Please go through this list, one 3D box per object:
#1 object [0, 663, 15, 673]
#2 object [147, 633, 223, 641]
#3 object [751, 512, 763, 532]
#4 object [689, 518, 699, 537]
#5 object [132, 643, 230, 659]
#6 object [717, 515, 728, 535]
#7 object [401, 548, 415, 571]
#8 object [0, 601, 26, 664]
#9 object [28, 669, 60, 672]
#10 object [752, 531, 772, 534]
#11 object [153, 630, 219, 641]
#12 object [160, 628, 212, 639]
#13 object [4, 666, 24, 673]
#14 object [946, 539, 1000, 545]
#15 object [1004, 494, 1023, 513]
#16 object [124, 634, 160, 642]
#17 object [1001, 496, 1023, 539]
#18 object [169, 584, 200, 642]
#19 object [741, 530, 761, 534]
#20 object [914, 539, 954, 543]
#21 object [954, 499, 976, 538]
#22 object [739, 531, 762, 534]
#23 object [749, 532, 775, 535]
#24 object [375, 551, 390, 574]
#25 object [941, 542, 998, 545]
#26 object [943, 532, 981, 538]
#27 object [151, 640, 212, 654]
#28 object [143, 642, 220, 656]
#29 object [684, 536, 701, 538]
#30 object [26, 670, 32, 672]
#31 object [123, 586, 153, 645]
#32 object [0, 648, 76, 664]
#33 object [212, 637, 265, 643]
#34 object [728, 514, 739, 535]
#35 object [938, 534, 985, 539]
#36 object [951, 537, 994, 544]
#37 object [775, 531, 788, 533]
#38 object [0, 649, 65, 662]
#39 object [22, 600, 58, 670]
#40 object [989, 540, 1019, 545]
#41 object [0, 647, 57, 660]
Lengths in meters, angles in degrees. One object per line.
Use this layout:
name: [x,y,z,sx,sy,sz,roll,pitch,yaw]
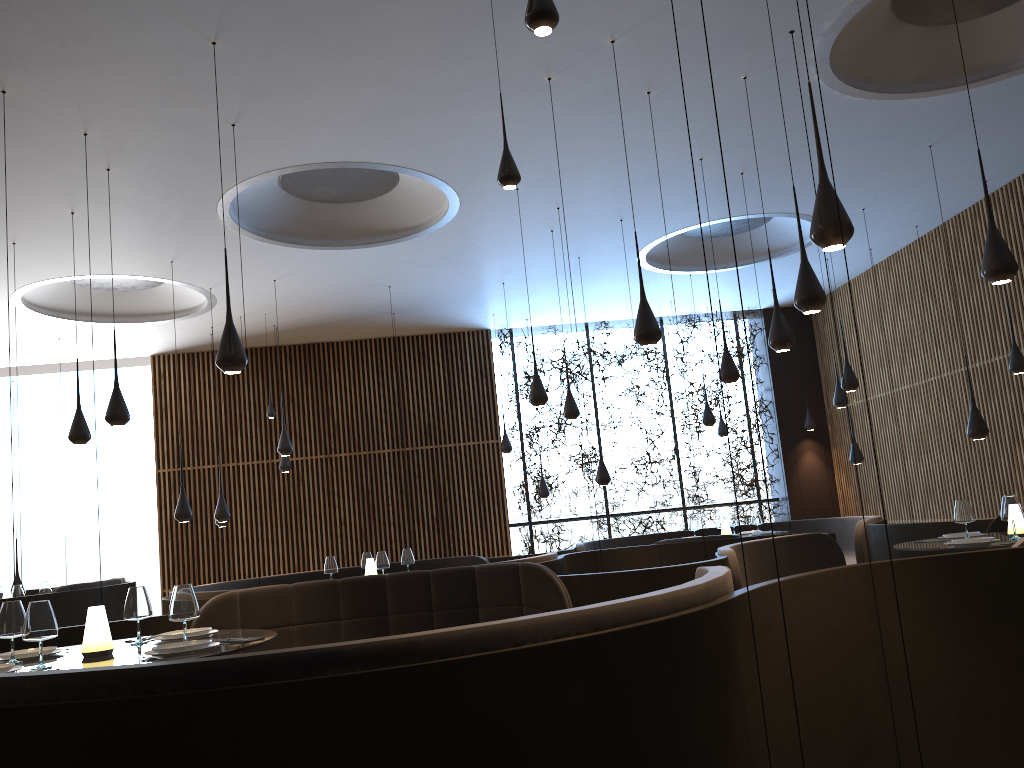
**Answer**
object: [-2.297,1.246,3.831,0.264,0.029,0.263,-12,-11,34]
object: [-1.741,1.350,4.748,0.411,0.012,0.205,-10,-10,24]
object: [3.256,1.848,11.778,0.142,0.294,0.142,-12,-10,37]
object: [2.462,1.959,11.992,0.142,0.294,0.142,-4,-8,-11]
object: [-1.510,1.215,4.050,0.205,0.012,0.411,-10,-10,26]
object: [2.727,1.854,11.497,0.142,0.294,0.142,-4,-8,-12]
object: [-1.095,1.878,9.322,0.142,0.294,0.142,-8,-8,16]
object: [-2.413,1.200,4.280,0.142,0.294,0.142,2,-11,-45]
object: [-2.032,1.214,3.687,0.126,0.017,0.262,-10,-10,24]
object: [3.255,1.937,11.530,0.263,0.029,0.264,-3,-9,-17]
object: [-1.746,1.349,4.750,0.332,0.014,0.332,-11,-10,29]
object: [-1.747,1.340,4.751,0.263,0.029,0.263,-11,-11,32]
object: [-2.296,1.255,3.829,0.331,0.014,0.333,-2,-10,-23]
object: [3.148,1.081,6.051,0.332,0.014,0.332,-10,-10,26]
object: [3.794,0.985,6.713,0.142,0.294,0.142,-9,-9,25]
object: [-1.997,1.406,4.909,0.127,0.017,0.262,-10,-10,28]
object: [3.469,0.926,6.144,0.142,0.294,0.142,-9,-8,22]
object: [-1.587,1.122,4.293,0.142,0.294,0.142,-12,-10,40]
object: [3.290,2.042,12.207,0.263,0.029,0.264,-3,-9,-14]
object: [3.180,1.186,6.684,0.126,0.017,0.263,-1,-10,-28]
object: [3.339,1.001,6.538,0.142,0.294,0.142,-3,-8,-18]
object: [3.290,2.051,12.206,0.331,0.014,0.333,-4,-9,-7]
object: [3.256,1.947,11.529,0.331,0.014,0.333,-2,-10,-20]
object: [-1.280,1.806,8.756,0.142,0.294,0.142,0,-10,-34]
object: [3.146,1.083,6.055,0.204,0.012,0.412,-1,-10,-26]
object: [3.454,1.163,6.810,0.263,0.029,0.264,-6,-9,1]
object: [-1.509,1.205,4.055,0.263,0.029,0.264,-2,-10,-21]
object: [-1.508,1.215,4.054,0.332,0.014,0.333,2,-12,-40]
object: [2.472,2.121,12.206,0.263,0.029,0.263,-11,-10,30]
object: [-2.301,1.257,3.830,0.411,0.012,0.205,-9,-10,20]
object: [-1.980,1.224,4.694,0.142,0.294,0.142,-5,-8,-6]
object: [-2.448,1.377,4.491,0.205,0.012,0.411,-11,-10,30]
object: [-1.336,1.245,4.302,0.262,0.017,0.126,-11,-10,30]
object: [3.047,1.935,12.196,0.142,0.294,0.142,-5,-8,-5]
object: [3.455,1.172,6.809,0.331,0.014,0.333,-3,-10,-18]
object: [3.147,1.071,6.052,0.263,0.029,0.264,-3,-9,-15]
object: [3.501,1.958,11.705,0.126,0.017,0.263,2,-12,-39]
object: [-2.450,1.376,4.487,0.332,0.014,0.333,-5,-9,-4]
object: [-2.095,1.114,3.937,0.142,0.294,0.142,-7,-8,12]
object: [3.241,1.033,5.766,0.262,0.017,0.127,-2,-10,-22]
object: [-2.451,1.366,4.489,0.263,0.029,0.264,-5,-9,-1]
